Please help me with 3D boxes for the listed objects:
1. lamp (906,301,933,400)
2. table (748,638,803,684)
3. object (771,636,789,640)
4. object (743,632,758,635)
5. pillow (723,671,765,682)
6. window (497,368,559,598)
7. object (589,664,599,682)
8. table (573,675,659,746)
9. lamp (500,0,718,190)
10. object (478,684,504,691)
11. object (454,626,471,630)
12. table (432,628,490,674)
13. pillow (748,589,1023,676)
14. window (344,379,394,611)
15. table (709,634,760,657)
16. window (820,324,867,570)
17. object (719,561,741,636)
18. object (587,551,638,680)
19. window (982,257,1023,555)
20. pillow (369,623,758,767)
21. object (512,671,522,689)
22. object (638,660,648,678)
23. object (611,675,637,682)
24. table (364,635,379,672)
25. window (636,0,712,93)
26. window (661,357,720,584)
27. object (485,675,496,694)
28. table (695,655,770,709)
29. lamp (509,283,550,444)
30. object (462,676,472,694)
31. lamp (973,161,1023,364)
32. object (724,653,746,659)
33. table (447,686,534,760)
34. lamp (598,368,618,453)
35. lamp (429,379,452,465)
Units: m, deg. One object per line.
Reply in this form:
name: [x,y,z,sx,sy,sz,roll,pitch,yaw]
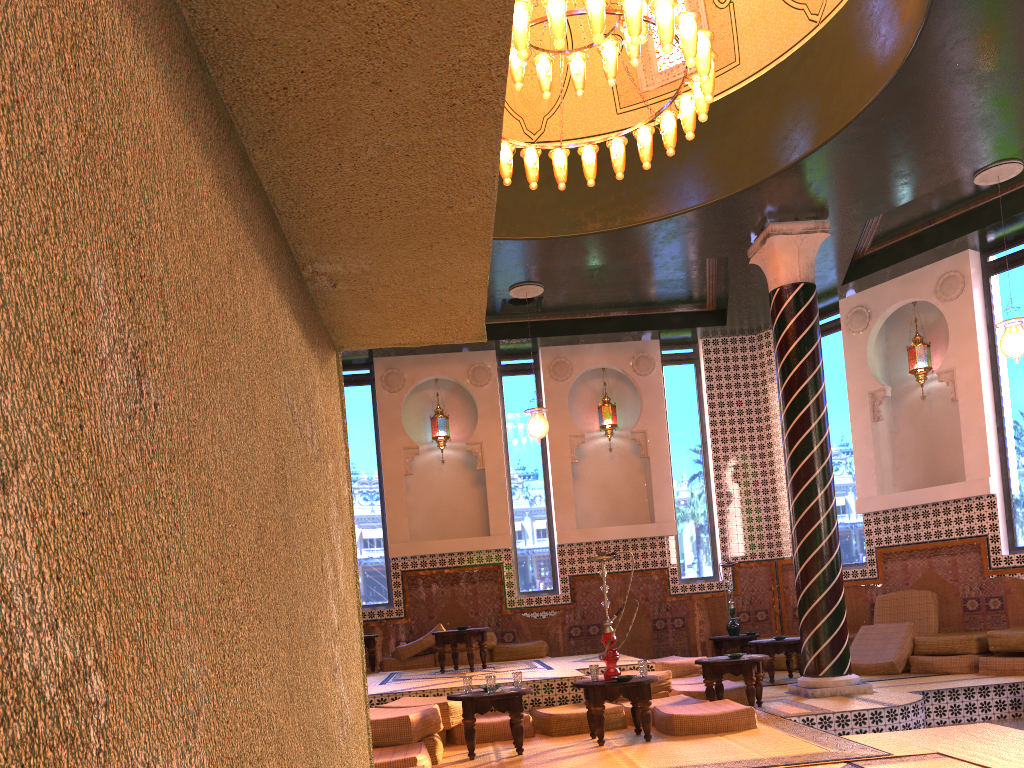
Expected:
lamp: [6.135,-0.512,13.022,0.358,1.553,0.329,-4,-2,-31]
table: [3.862,3.986,12.443,0.840,0.582,0.861,4,-13,-39]
object: [3.844,3.650,12.394,0.251,0.045,0.257,-7,-14,10]
object: [3.937,4.119,14.240,0.251,0.045,0.257,-7,-14,10]
pillow: [3.343,4.507,13.514,0.975,0.274,0.977,4,-16,-33]
window: [0.270,1.726,15.096,0.773,3.970,0.092,-5,-1,-4]
object: [0.800,2.805,8.369,0.092,0.161,0.094,-5,-5,-2]
table: [1.030,3.168,8.392,0.840,0.582,0.861,4,-13,-39]
lamp: [0.391,-4.553,7.695,2.473,4.570,2.508,-5,-4,3]
object: [-0.202,2.942,8.349,0.256,0.045,0.252,-17,-18,39]
object: [-0.714,3.504,12.377,0.251,0.045,0.257,-7,-14,10]
table: [-0.712,3.822,12.371,0.840,0.582,0.860,-6,-10,7]
pillow: [5.730,3.570,12.418,1.403,1.178,5.922,1,-15,-34]
window: [-2.573,1.915,14.907,0.773,3.970,0.092,-5,-1,-4]
table: [3.728,4.493,14.379,0.839,0.582,0.861,-6,-10,5]
window: [5.418,1.050,14.148,0.090,3.970,0.785,-4,-2,-34]
object: [3.616,3.574,14.370,0.304,1.244,0.463,-6,-3,32]
object: [1.007,2.249,8.408,0.465,1.243,0.302,-5,-2,12]
window: [6.998,0.304,11.773,0.090,3.970,0.785,-4,-2,-34]
pillow: [-2.049,3.505,9.757,10.019,1.250,10.242,-4,-14,-4]
object: [0.055,2.847,8.290,0.091,0.161,0.094,-2,-5,-27]
object: [1.277,2.773,8.401,0.091,0.161,0.094,-2,-5,-27]
object: [1.061,2.792,8.176,0.256,0.045,0.252,-17,-18,39]
table: [-2.574,4.417,14.063,0.843,0.582,0.857,-7,-11,14]
window: [0.471,-4.582,7.832,5.843,1.148,5.574,-13,-16,31]
window: [3.112,1.537,15.286,0.773,3.970,0.092,-5,-1,-4]
object: [-0.195,2.812,8.074,0.091,0.161,0.094,-2,-5,-27]
table: [2.546,3.442,9.911,0.852,0.582,0.848,-11,-12,31]
lamp: [0.308,-0.262,12.806,0.517,2.301,0.526,-4,-2,-16]
object: [-0.422,2.878,8.258,0.094,0.161,0.092,-9,-6,43]
lamp: [5.885,-1.386,10.260,0.517,2.301,0.526,-4,-2,-16]
object: [2.545,3.101,9.829,0.250,0.045,0.259,0,-15,-19]
table: [-0.184,3.236,8.255,0.835,0.582,0.865,-2,-11,-14]
lamp: [1.683,0.444,15.282,0.364,1.553,0.324,-6,-2,29]
lamp: [-1.262,0.635,15.065,0.328,1.553,0.360,-6,-2,29]
